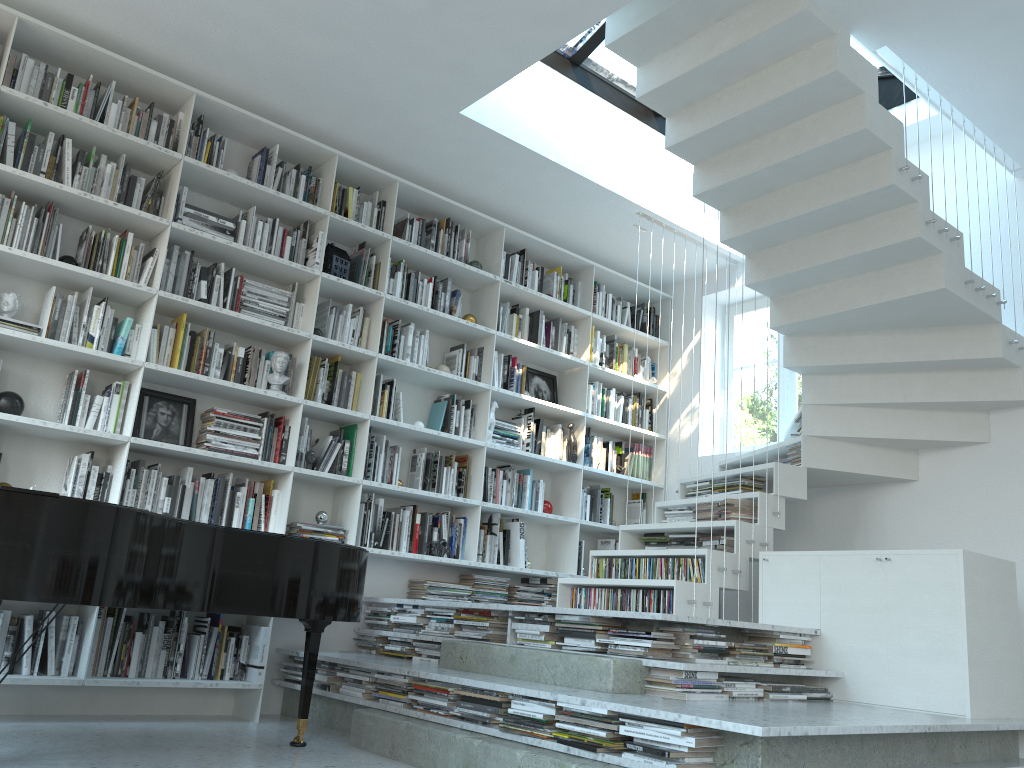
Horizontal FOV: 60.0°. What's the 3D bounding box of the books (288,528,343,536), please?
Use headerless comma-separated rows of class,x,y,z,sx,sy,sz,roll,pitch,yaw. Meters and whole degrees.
books,-1.079,0.817,4.864,0.254,0.012,0.161,14,-18,-32

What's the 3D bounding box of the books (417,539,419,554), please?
books,-0.606,0.912,5.320,0.025,0.237,0.156,16,-18,-37

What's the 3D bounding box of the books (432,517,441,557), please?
books,-0.498,0.936,5.401,0.012,0.248,0.165,16,-18,-37

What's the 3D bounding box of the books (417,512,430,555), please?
books,-0.564,0.909,5.344,0.026,0.261,0.173,16,-18,-37

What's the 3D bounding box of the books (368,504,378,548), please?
books,-0.840,0.826,5.110,0.023,0.255,0.178,16,-18,-37

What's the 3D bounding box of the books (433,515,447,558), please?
books,-0.464,0.936,5.422,0.070,0.265,0.186,16,-18,-37

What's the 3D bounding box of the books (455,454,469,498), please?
books,-0.334,0.597,5.590,0.007,0.294,0.162,16,-18,-37

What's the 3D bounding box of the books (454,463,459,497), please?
books,-0.392,0.616,5.558,0.021,0.231,0.155,16,-18,-37

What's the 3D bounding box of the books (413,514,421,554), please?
books,-0.618,0.900,5.294,0.031,0.243,0.185,16,-18,-37

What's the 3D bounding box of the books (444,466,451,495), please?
books,-0.445,0.615,5.499,0.015,0.194,0.176,16,-18,-37

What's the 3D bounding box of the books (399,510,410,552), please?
books,-0.677,0.879,5.248,0.025,0.252,0.181,16,-18,-37

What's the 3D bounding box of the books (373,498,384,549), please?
books,-0.818,0.814,5.130,0.030,0.293,0.189,16,-18,-37

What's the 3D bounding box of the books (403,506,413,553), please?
books,-0.654,0.876,5.293,0.012,0.284,0.159,16,-18,-37

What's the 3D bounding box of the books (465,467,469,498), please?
books,-0.326,0.642,5.618,0.009,0.223,0.146,16,-18,-37

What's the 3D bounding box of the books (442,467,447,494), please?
books,-0.470,0.611,5.465,0.018,0.181,0.182,16,-19,-37

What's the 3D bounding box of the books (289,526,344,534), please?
books,-1.072,0.803,4.858,0.254,0.012,0.161,16,-19,-37

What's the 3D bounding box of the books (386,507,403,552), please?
books,-0.708,0.866,5.239,0.014,0.267,0.172,16,-18,-37

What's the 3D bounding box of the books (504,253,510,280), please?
books,-0.090,-0.753,6.052,0.026,0.241,0.185,16,-18,-37

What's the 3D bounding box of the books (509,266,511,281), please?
books,-0.067,-0.741,6.103,0.027,0.249,0.140,16,-18,-37

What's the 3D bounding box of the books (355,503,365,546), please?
books,-0.902,0.815,5.084,0.012,0.253,0.161,16,-18,-37

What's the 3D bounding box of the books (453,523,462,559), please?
books,-0.379,0.977,5.476,0.025,0.227,0.176,16,-18,-37

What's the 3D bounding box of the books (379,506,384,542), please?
books,-0.809,0.828,5.147,0.010,0.276,0.174,16,-18,-37

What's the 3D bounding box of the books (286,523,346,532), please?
books,-1.076,0.793,4.869,0.285,0.012,0.160,15,-18,-33

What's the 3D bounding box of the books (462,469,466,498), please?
books,-0.350,0.640,5.578,0.013,0.203,0.158,16,-18,-37

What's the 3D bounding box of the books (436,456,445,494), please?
books,-0.481,0.573,5.463,0.018,0.250,0.184,16,-18,-37

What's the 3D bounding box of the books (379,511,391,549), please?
books,-0.786,0.859,5.169,0.066,0.230,0.162,16,-18,-37

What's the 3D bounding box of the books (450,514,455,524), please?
books,-0.411,0.951,5.495,0.012,0.281,0.143,16,-18,-37

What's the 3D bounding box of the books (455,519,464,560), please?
books,-0.363,0.969,5.500,0.026,0.257,0.157,16,-18,-37

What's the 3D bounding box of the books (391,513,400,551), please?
books,-0.725,0.881,5.225,0.024,0.227,0.160,16,-18,-37

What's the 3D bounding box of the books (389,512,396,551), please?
books,-0.748,0.873,5.213,0.029,0.234,0.142,16,-18,-37

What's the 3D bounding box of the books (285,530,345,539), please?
books,-1.078,0.828,4.858,0.285,0.012,0.160,15,-18,-34

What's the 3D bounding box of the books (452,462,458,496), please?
books,-0.411,0.608,5.527,0.018,0.229,0.182,16,-18,-37

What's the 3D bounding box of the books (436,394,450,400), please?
books,-0.445,0.214,5.603,0.016,0.289,0.135,16,-18,-37

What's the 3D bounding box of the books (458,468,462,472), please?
books,-0.367,0.637,5.577,0.016,0.204,0.141,16,-18,-37

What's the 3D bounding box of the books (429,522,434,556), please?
books,-0.533,0.946,5.374,0.022,0.210,0.136,16,-18,-37

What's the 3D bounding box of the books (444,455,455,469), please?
books,-0.419,0.583,5.525,0.006,0.273,0.173,16,-18,-37

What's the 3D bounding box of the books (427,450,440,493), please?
books,-0.506,0.558,5.479,0.007,0.284,0.159,16,-18,-37

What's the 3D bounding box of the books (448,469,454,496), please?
books,-0.429,0.624,5.504,0.019,0.182,0.191,16,-19,-37

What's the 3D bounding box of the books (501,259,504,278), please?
books,-0.126,-0.736,6.009,0.022,0.182,0.190,16,-19,-37

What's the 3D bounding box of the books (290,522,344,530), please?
books,-1.072,0.780,4.866,0.254,0.012,0.161,13,-17,-29

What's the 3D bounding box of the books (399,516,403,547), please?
books,-0.703,0.892,5.246,0.012,0.220,0.153,16,-18,-37

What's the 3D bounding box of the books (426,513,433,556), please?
books,-0.549,0.915,5.365,0.026,0.262,0.169,16,-18,-37

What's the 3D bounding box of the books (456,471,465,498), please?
books,-0.363,0.641,5.543,0.016,0.180,0.189,16,-19,-37

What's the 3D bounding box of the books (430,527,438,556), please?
books,-0.513,0.965,5.380,0.025,0.180,0.169,16,-19,-37

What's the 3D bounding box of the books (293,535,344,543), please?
books,-1.083,0.852,4.856,0.285,0.012,0.160,14,-18,-32

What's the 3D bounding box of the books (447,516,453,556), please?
books,-0.426,0.951,5.465,0.021,0.264,0.150,16,-18,-37

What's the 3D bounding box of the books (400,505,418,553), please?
books,-0.631,0.871,5.285,0.012,0.292,0.175,16,-18,-37

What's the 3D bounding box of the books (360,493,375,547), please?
books,-0.861,0.790,5.098,0.010,0.315,0.187,16,-18,-37

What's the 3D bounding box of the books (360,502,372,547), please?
books,-0.875,0.812,5.081,0.023,0.261,0.187,16,-18,-37

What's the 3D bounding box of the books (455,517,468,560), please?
books,-0.343,0.968,5.518,0.025,0.271,0.171,16,-18,-37

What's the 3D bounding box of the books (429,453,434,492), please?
books,-0.537,0.560,5.444,0.008,0.258,0.158,16,-18,-37

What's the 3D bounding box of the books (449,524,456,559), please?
books,-0.407,0.975,5.461,0.013,0.219,0.168,16,-18,-37

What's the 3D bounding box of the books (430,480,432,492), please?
books,-0.537,0.591,5.464,0.031,0.208,0.122,16,-18,-37

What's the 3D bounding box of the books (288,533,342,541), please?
books,-1.080,0.840,4.856,0.254,0.012,0.161,14,-18,-31

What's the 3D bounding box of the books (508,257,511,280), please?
books,-0.076,-0.741,6.072,0.024,0.230,0.169,16,-18,-37

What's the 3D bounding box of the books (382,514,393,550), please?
books,-0.758,0.875,5.191,0.011,0.216,0.175,16,-18,-37

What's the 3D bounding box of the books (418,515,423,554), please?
books,-0.593,0.915,5.340,0.021,0.242,0.131,16,-18,-37

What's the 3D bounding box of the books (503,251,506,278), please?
books,-0.112,-0.762,6.041,0.025,0.250,0.178,16,-18,-37

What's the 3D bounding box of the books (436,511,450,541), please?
books,-0.437,0.933,5.458,0.013,0.293,0.135,16,-18,-37
